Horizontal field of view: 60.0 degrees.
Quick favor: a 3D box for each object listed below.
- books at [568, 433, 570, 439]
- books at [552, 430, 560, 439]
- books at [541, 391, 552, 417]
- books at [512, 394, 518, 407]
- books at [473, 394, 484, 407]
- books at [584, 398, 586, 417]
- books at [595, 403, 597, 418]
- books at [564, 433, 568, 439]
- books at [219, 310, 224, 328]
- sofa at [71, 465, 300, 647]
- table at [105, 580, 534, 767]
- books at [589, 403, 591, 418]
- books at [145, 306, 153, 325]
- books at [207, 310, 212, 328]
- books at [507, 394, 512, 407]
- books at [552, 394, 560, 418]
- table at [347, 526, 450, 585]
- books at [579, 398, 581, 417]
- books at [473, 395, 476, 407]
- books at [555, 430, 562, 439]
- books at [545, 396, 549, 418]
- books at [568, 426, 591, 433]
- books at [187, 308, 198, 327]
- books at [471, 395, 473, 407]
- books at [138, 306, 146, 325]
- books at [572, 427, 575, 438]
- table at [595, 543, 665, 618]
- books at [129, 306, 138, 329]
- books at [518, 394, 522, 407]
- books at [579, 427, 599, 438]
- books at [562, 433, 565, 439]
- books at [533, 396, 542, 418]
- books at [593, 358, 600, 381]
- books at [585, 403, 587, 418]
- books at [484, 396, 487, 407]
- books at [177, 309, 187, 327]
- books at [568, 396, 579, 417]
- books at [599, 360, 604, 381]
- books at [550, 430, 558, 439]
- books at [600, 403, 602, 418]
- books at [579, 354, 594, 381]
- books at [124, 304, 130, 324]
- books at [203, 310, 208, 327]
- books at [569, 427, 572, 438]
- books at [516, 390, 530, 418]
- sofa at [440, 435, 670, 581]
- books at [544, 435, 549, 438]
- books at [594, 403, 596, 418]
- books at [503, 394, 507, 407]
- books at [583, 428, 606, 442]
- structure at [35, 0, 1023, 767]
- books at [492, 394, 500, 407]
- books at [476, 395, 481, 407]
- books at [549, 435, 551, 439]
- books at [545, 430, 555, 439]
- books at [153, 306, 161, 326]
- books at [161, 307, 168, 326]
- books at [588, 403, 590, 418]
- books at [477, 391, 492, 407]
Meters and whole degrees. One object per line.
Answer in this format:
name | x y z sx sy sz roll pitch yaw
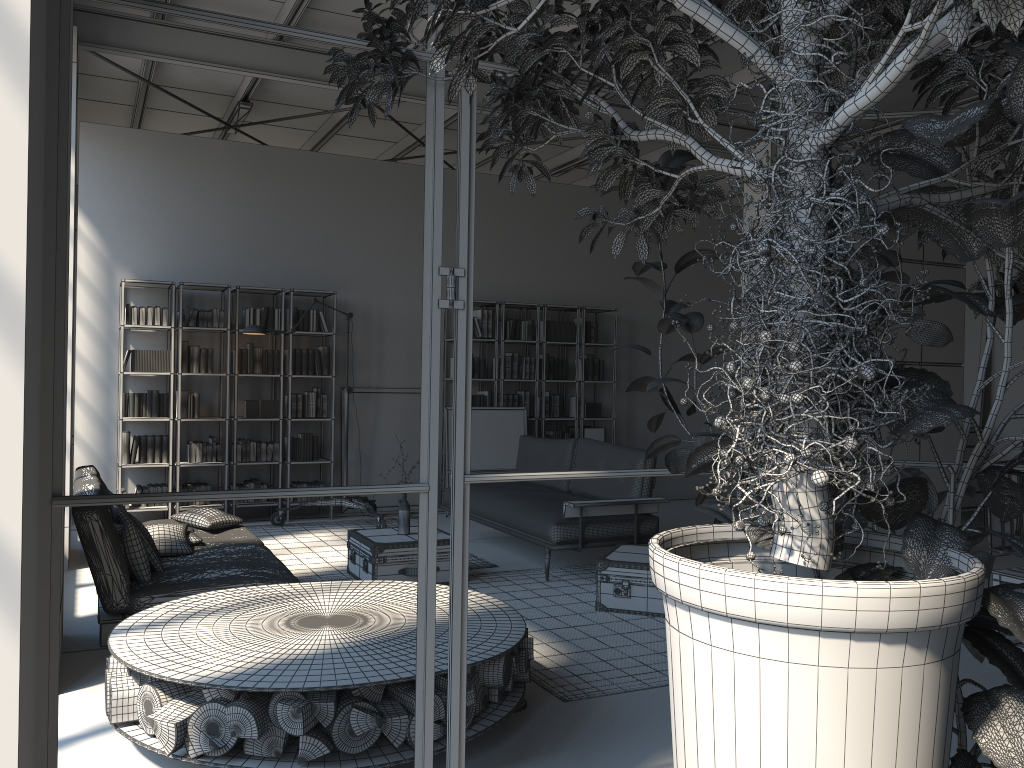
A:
books | 0.612 0.683 10.112 0.025 0.254 0.184 1 0 -26
books | 0.484 0.667 10.050 0.027 0.278 0.202 1 0 -26
books | 0.390 0.229 10.132 0.038 0.303 0.222 1 0 -26
books | -0.003 0.243 9.905 0.062 0.265 0.193 1 0 -26
books | -0.370 0.239 9.697 0.027 0.258 0.189 1 0 -36
books | 0.803 0.279 10.284 0.015 0.232 0.176 1 0 -26
books | 0.943 0.308 10.312 0.012 0.177 0.134 1 0 -26
books | 0.590 0.683 10.101 0.025 0.254 0.184 1 0 -26
books | -2.808 -0.615 8.514 0.047 0.182 0.270 1 0 -26
sofa | -2.373 0.978 6.144 1.206 0.734 3.193 1 0 -26
table | -0.790 1.186 3.743 1.709 0.387 1.708 1 0 -34
books | 0.870 0.307 10.277 0.012 0.177 0.134 1 0 -26
books | -3.370 -0.620 8.223 0.062 0.195 0.266 1 0 -26
books | -2.906 -0.613 8.482 0.040 0.174 0.240 1 0 -26
books | -0.067 0.242 9.888 0.062 0.265 0.193 1 0 -26
books | 0.461 0.251 10.128 0.091 0.265 0.193 1 0 -26
table | -0.756 1.221 6.228 0.667 0.330 0.706 1 0 -26
books | 0.761 0.274 10.271 0.053 0.229 0.162 1 0 -18
books | -0.449 0.244 9.655 0.029 0.243 0.168 1 0 -41
books | 0.508 0.667 10.063 0.027 0.278 0.202 1 0 -26
books | 0.357 0.261 10.069 0.057 0.244 0.178 1 0 -26
books | 0.798 0.659 10.430 0.303 0.326 0.033 1 0 -26
books | -3.033 -0.618 8.405 0.089 0.183 0.269 1 0 -24
books | -0.483 0.242 9.631 0.043 0.245 0.170 1 0 -36
books | -3.428 -0.615 8.195 0.062 0.195 0.266 1 0 -26
books | 0.851 0.660 10.329 0.317 0.315 0.056 1 0 -26
table | 0.939 1.252 5.634 0.706 0.330 0.667 1 0 19
books | -3.487 -0.611 8.167 0.062 0.205 0.272 1 0 -26
books | 0.052 0.245 9.955 0.084 0.267 0.193 1 0 -27
books | 0.891 0.660 10.211 0.272 0.326 0.027 1 0 -26
books | 0.540 0.683 10.101 0.057 0.244 0.180 1 0 -26
books | 0.299 0.260 10.053 0.057 0.244 0.178 1 0 -26
books | 0.932 -0.165 10.270 0.091 0.266 0.195 1 0 -26
books | 0.828 0.306 10.257 0.012 0.177 0.134 1 0 -26
books | -0.345 0.248 9.715 0.030 0.241 0.194 1 0 -39
books | -3.121 -0.615 8.379 0.067 0.174 0.240 1 0 -27
books | 0.710 0.266 10.251 0.043 0.245 0.170 1 0 -26
books | 1.007 -0.152 10.303 0.057 0.244 0.180 1 0 -26
books | 0.459 0.666 10.039 0.027 0.278 0.202 1 0 -26
books | 1.005 0.309 10.342 0.012 0.177 0.134 1 0 -26
books | 0.860 -0.187 10.213 0.071 0.304 0.224 1 0 -26
books | -3.536 -0.625 8.152 0.037 0.209 0.284 1 0 -26
books | -2.942 -0.613 8.465 0.040 0.174 0.240 1 0 -26
books | 0.824 0.661 10.385 0.319 0.318 0.068 1 0 -26
books | 0.120 0.225 9.986 0.071 0.303 0.222 1 0 -26
sofa | 0.247 0.908 7.148 0.952 0.948 2.347 1 0 -26
books | 0.371 0.689 9.995 0.022 0.227 0.165 1 0 -26
books | 0.932 0.308 10.307 0.012 0.177 0.134 1 0 -26
books | -0.123 0.241 9.856 0.062 0.265 0.193 1 0 -26
books | 0.944 0.662 10.126 0.303 0.326 0.033 1 0 -26
structure | 0.656 -0.276 1.420 2.994 3.454 2.452 1 0 -26
books | -0.179 0.240 9.822 0.062 0.265 0.193 1 0 -26
books | -0.406 0.243 9.678 0.054 0.248 0.180 1 0 -36
books | 0.390 0.689 10.006 0.022 0.227 0.165 1 0 -26
books | 0.435 0.666 10.026 0.027 0.278 0.202 1 0 -26
books | -3.312 -0.624 8.251 0.062 0.195 0.266 1 0 -26
books | -3.254 -0.611 8.279 0.062 0.195 0.266 1 0 -26
books | 0.859 0.307 10.272 0.012 0.177 0.134 1 0 -26
books | -0.302 0.223 9.742 0.048 0.299 0.243 1 0 -36
